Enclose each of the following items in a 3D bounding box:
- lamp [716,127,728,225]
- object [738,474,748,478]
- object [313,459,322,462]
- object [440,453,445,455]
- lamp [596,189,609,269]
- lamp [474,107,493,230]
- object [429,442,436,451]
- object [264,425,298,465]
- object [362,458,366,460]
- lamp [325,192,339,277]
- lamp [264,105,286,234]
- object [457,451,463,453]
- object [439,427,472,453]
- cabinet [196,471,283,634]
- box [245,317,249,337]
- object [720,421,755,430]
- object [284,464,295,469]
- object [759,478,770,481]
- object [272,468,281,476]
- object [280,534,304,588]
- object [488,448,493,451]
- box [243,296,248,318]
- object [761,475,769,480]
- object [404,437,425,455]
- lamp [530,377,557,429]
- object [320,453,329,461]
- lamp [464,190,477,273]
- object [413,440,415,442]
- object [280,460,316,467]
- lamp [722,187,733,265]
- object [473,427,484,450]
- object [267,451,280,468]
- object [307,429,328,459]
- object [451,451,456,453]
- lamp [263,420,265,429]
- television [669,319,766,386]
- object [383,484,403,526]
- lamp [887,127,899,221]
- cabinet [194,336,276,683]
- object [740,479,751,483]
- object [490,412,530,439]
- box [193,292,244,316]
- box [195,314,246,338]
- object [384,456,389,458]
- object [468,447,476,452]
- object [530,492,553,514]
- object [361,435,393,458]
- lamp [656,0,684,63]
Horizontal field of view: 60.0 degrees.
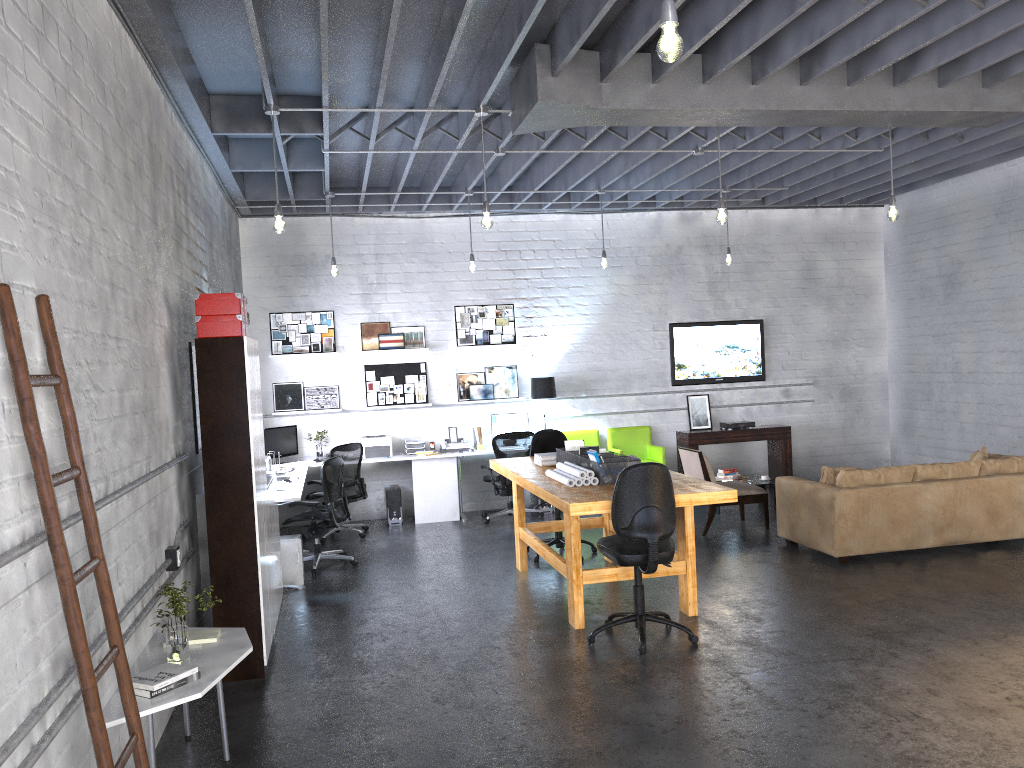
[{"bbox_3d":[1.611,-1.676,6.872,0.104,0.879,0.104,-3,2,-11],"label":"lamp"},{"bbox_3d":[2.754,1.102,10.625,0.151,0.040,0.151,-3,1,6],"label":"object"},{"bbox_3d":[-2.249,0.880,10.221,0.114,0.036,0.058,-2,2,29],"label":"object"},{"bbox_3d":[-0.808,0.818,10.403,0.008,0.007,0.141,-2,2,23],"label":"object"},{"bbox_3d":[1.006,-1.715,9.838,0.104,0.879,0.104,-3,2,-11],"label":"lamp"},{"bbox_3d":[-0.204,-1.575,6.506,0.104,0.879,0.104,-3,2,-11],"label":"lamp"},{"bbox_3d":[-0.964,0.759,10.735,0.093,0.116,0.067,-3,2,-11],"label":"object"},{"bbox_3d":[-2.692,0.707,10.197,0.147,0.427,0.559,-2,2,25],"label":"object"},{"bbox_3d":[-1.759,0.862,10.263,0.103,0.021,0.131,-4,2,-31],"label":"object"},{"bbox_3d":[-1.878,-1.555,9.255,0.104,0.879,0.104,-3,2,-11],"label":"lamp"},{"bbox_3d":[-1.654,-1.495,6.213,0.104,0.879,0.104,-3,2,-11],"label":"lamp"},{"bbox_3d":[-0.612,0.802,10.463,0.076,0.016,0.017,-2,2,39],"label":"object"},{"bbox_3d":[-0.707,0.668,10.736,0.405,0.280,0.399,-3,2,-11],"label":"object"},{"bbox_3d":[-2.025,1.246,6.694,0.465,1.022,1.151,-3,2,-11],"label":"cabinet"},{"bbox_3d":[-1.782,-0.344,5.516,0.270,0.131,0.206,-3,2,-11],"label":"box"},{"bbox_3d":[2.910,0.533,11.453,0.370,0.082,0.266,-3,1,-11],"label":"object"},{"bbox_3d":[-2.426,0.896,9.652,0.130,0.049,0.130,-3,1,6],"label":"object"},{"bbox_3d":[2.939,1.112,10.308,0.131,0.016,0.131,-3,1,-5],"label":"object"},{"bbox_3d":[-2.574,0.909,9.104,0.392,0.064,0.259,-3,1,-11],"label":"object"},{"bbox_3d":[-2.039,1.531,7.615,0.478,0.411,0.200,-3,2,-11],"label":"object"},{"bbox_3d":[-0.069,0.766,10.570,0.422,0.028,0.181,-3,1,-16],"label":"object"},{"bbox_3d":[-1.790,-0.474,5.511,0.268,0.133,0.206,-3,2,-11],"label":"box"},{"bbox_3d":[2.939,1.089,10.309,0.077,0.052,0.080,-2,2,37],"label":"object"},{"bbox_3d":[-1.170,0.743,10.649,0.229,0.181,0.316,-3,2,-11],"label":"object"},{"bbox_3d":[0.394,0.331,10.915,0.333,0.832,0.333,-1,3,40],"label":"lamp"},{"bbox_3d":[-2.018,0.845,10.250,0.279,0.081,0.411,-4,2,-41],"label":"object"},{"bbox_3d":[-0.445,-1.635,9.545,0.104,0.879,0.104,-3,2,-11],"label":"lamp"},{"bbox_3d":[-1.178,0.686,10.665,0.011,0.010,0.126,-3,1,-2],"label":"object"},{"bbox_3d":[-2.422,0.898,9.993,0.181,0.028,0.421,-2,2,39],"label":"object"},{"bbox_3d":[2.462,-1.796,10.133,0.104,0.879,0.104,-1,3,32],"label":"lamp"},{"bbox_3d":[-0.408,0.662,10.791,0.087,0.259,0.236,-3,2,-11],"label":"object"},{"bbox_3d":[-2.640,0.834,9.435,0.324,0.208,0.233,-3,2,-11],"label":"object"},{"bbox_3d":[-2.281,0.713,10.461,0.271,0.363,0.297,-2,2,34],"label":"object"},{"bbox_3d":[-0.694,0.806,10.496,0.011,0.011,0.125,-2,2,27],"label":"object"},{"bbox_3d":[-2.236,0.547,7.440,0.333,0.832,0.333,-1,3,40],"label":"lamp"},{"bbox_3d":[2.683,-0.411,11.556,1.324,0.817,0.021,-3,2,-12],"label":"television"},{"bbox_3d":[-1.410,1.430,10.508,0.180,0.411,0.476,-3,2,-11],"label":"object"},{"bbox_3d":[3.067,-1.756,7.167,0.104,0.879,0.104,-1,3,32],"label":"lamp"},{"bbox_3d":[-1.748,0.742,5.677,0.291,2.048,0.872,-3,2,-11],"label":"cabinet"},{"bbox_3d":[2.699,1.118,10.254,0.137,0.031,0.137,-3,1,14],"label":"object"},{"bbox_3d":[-0.026,0.562,10.865,0.465,0.417,0.212,-3,2,-6],"label":"object"},{"bbox_3d":[-1.747,-0.470,5.307,0.270,0.131,0.206,-3,2,-11],"label":"box"},{"bbox_3d":[-1.741,-0.341,5.312,0.270,0.131,0.206,-3,2,-11],"label":"box"},{"bbox_3d":[-1.452,0.848,10.287,0.075,0.016,0.017,-3,2,14],"label":"object"},{"bbox_3d":[-0.477,0.777,10.504,0.095,0.050,0.095,-4,2,-43],"label":"object"},{"bbox_3d":[0.354,1.334,10.785,0.180,0.411,0.476,-3,2,-11],"label":"object"},{"bbox_3d":[-1.612,0.740,10.565,0.351,0.235,0.350,-3,2,-11],"label":"object"},{"bbox_3d":[0.515,-1.528,2.982,0.104,0.879,0.104,-3,2,7],"label":"lamp"}]
